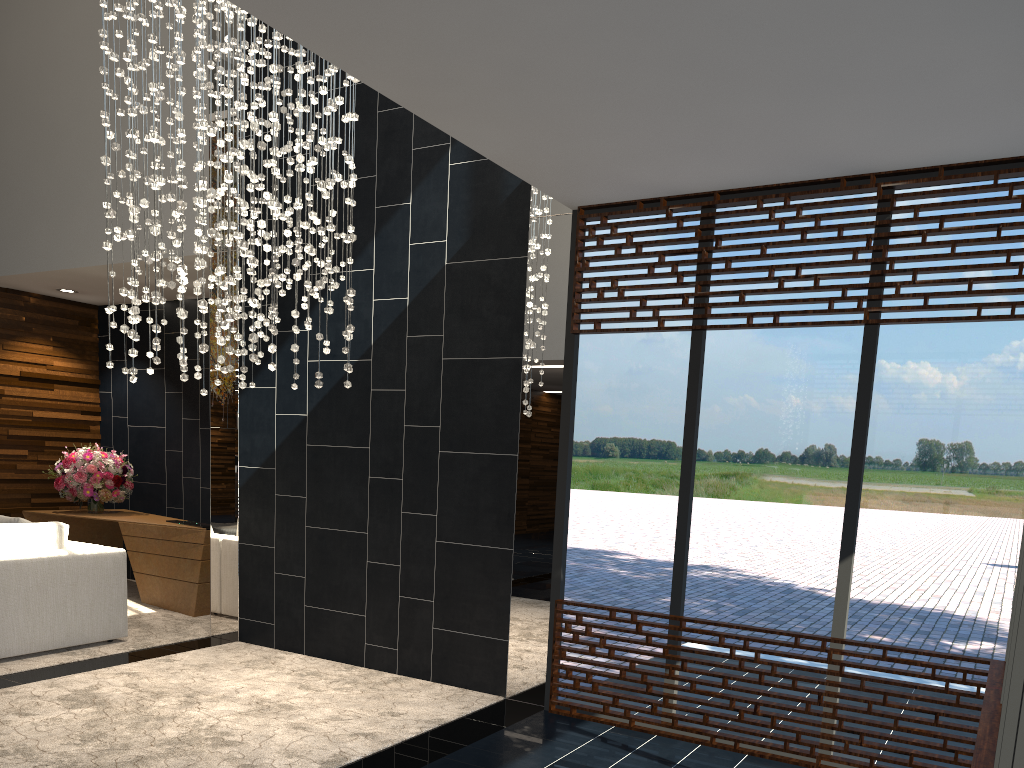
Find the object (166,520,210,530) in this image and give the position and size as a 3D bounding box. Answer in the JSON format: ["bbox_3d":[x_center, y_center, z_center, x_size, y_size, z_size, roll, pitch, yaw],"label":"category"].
[{"bbox_3d":[-2.767,1.240,7.596,0.703,0.027,0.241,-1,-6,41],"label":"object"}]

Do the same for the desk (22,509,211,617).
[{"bbox_3d":[-3.431,1.625,8.056,2.224,0.763,0.986,1,-1,30],"label":"desk"}]

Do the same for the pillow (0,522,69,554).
[{"bbox_3d":[-3.356,1.158,5.799,0.216,0.465,0.710,7,1,32],"label":"pillow"}]

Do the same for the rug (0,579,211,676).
[{"bbox_3d":[-4.525,1.763,5.971,3.185,0.006,5.896,0,-6,30],"label":"rug"}]

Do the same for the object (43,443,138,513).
[{"bbox_3d":[-3.986,0.897,8.239,0.656,0.688,0.685,4,2,22],"label":"object"}]

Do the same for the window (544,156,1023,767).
[{"bbox_3d":[-0.175,-1.413,1.484,2.330,6.119,6.111,7,4,31],"label":"window"}]

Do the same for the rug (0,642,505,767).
[{"bbox_3d":[-1.908,1.758,4.408,2.316,0.006,3.414,0,-6,30],"label":"rug"}]

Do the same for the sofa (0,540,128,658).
[{"bbox_3d":[-4.308,1.458,6.375,2.826,0.695,1.288,0,-3,30],"label":"sofa"}]

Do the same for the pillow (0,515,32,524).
[{"bbox_3d":[-3.889,1.192,6.437,0.712,0.445,0.287,2,4,31],"label":"pillow"}]
